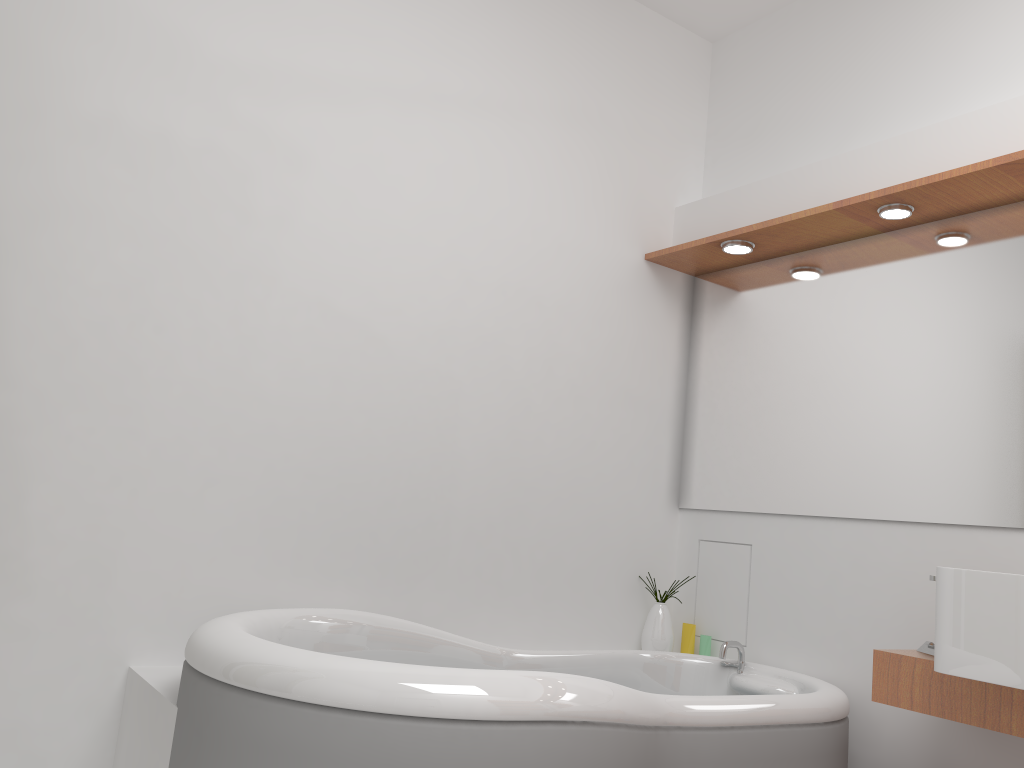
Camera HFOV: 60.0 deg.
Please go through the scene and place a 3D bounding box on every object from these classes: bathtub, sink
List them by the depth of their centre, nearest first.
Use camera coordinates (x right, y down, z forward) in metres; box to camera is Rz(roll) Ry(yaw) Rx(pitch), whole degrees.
[{"bbox_3d":[1.285,0.618,1.759,0.552,0.673,0.657,12,-11,-34],"label":"sink"},{"bbox_3d":[0.094,0.977,2.230,1.863,0.674,1.055,12,-11,-34],"label":"bathtub"}]

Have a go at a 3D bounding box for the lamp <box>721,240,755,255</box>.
[{"bbox_3d":[0.763,-0.463,3.000,0.113,0.021,0.113,1,-10,27],"label":"lamp"}]

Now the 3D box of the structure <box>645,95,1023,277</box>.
[{"bbox_3d":[1.344,-0.641,2.318,0.287,0.240,2.606,12,-11,-34],"label":"structure"}]

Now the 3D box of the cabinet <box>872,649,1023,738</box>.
[{"bbox_3d":[1.401,0.984,1.638,0.355,0.719,1.635,12,-11,-34],"label":"cabinet"}]

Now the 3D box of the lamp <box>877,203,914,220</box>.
[{"bbox_3d":[1.108,-0.498,2.561,0.098,0.018,0.098,8,-9,-14],"label":"lamp"}]

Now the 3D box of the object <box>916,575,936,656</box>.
[{"bbox_3d":[1.072,0.569,2.179,0.059,0.203,0.182,6,-9,-4],"label":"object"}]

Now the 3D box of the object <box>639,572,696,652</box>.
[{"bbox_3d":[0.521,0.817,3.058,0.215,0.326,0.154,6,-9,-3],"label":"object"}]

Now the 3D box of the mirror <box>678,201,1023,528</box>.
[{"bbox_3d":[1.397,-0.069,2.300,0.022,0.887,2.600,12,-11,-34],"label":"mirror"}]

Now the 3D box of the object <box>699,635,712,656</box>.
[{"bbox_3d":[0.656,0.925,3.021,0.038,0.133,0.038,6,-9,-1],"label":"object"}]

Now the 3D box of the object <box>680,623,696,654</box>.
[{"bbox_3d":[0.612,0.918,3.088,0.047,0.162,0.047,7,-9,-8],"label":"object"}]
